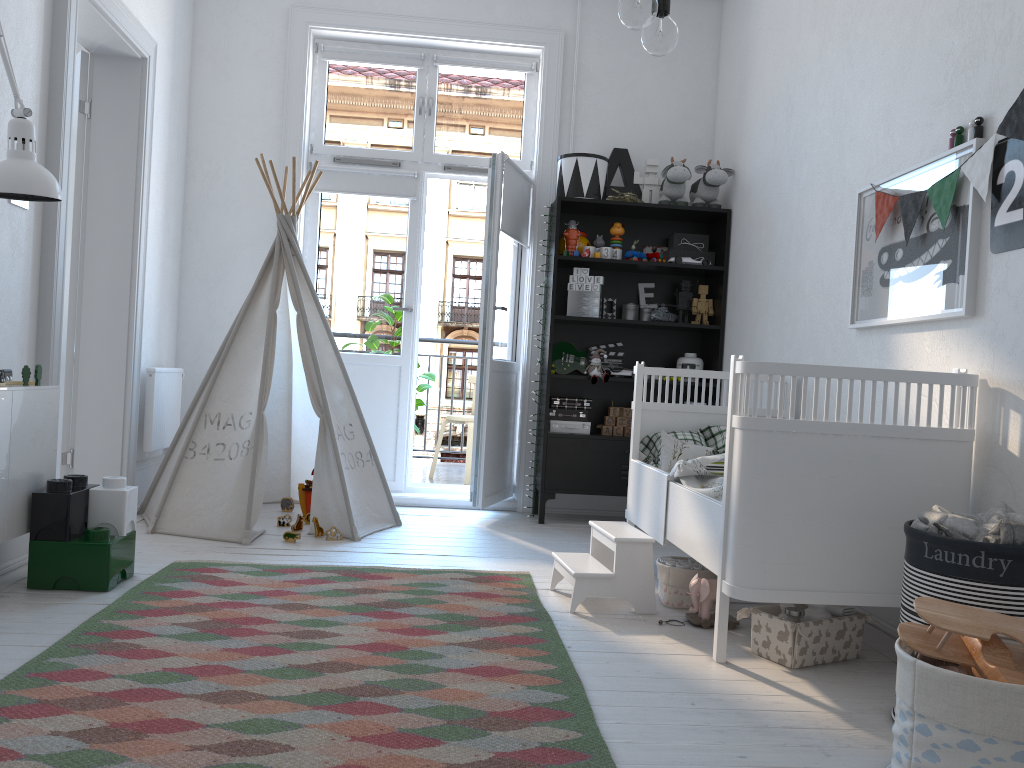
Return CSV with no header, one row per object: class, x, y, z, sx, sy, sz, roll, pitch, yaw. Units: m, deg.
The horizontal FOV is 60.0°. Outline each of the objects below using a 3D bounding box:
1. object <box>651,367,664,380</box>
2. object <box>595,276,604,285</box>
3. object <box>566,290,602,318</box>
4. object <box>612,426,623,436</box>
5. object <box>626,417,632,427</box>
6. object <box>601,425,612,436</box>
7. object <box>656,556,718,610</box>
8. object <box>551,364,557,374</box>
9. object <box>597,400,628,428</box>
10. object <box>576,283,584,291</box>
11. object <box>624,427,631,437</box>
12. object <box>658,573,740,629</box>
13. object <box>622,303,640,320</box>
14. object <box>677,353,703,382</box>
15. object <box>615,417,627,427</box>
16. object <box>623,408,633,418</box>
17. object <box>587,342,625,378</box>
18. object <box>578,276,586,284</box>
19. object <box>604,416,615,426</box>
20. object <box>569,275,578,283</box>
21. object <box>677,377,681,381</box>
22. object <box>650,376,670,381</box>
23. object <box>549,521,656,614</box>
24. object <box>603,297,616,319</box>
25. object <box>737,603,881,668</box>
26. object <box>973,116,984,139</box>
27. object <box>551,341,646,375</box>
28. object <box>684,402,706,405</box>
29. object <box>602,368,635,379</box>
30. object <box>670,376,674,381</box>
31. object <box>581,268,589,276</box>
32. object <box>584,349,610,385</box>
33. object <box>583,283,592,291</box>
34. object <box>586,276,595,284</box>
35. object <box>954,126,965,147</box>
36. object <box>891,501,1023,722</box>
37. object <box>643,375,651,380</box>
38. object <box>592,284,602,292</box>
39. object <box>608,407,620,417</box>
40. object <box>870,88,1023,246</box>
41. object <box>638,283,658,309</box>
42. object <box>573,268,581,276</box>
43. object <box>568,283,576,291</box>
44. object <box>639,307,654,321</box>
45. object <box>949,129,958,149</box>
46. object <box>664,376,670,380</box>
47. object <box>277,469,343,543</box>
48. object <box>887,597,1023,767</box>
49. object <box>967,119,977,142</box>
object,0.771,-0.053,4.689,0.067,0.067,0.067,3,1,9
object,0.454,-0.537,4.602,0.040,0.040,0.040,3,1,20
object,0.380,-0.413,4.653,0.170,0.138,0.124,3,1,10
object,0.556,0.248,4.667,0.050,0.050,0.050,3,1,0
object,0.625,0.202,4.699,0.050,0.050,0.050,3,1,-5
object,0.497,0.244,4.662,0.050,0.050,0.050,3,1,-5
object,0.602,0.678,3.055,0.215,0.148,0.240,3,0,2
object,0.217,-0.079,4.750,0.042,0.054,0.031,3,1,5
object,0.634,0.186,4.806,0.337,0.186,0.111,3,1,10
object,0.352,-0.502,4.629,0.040,0.040,0.040,3,1,0
object,0.622,0.251,4.673,0.050,0.050,0.050,4,1,25
object,0.581,0.677,2.782,0.254,0.151,0.125,3,1,-6
object,0.644,-0.385,4.831,0.095,0.110,0.095,3,1,0
object,0.953,-0.085,4.754,0.139,0.162,0.139,3,1,-30
object,0.574,0.199,4.668,0.050,0.050,0.050,3,1,-5
object,0.616,0.152,4.685,0.050,0.050,0.050,3,1,15
object,0.512,-0.133,4.824,0.201,0.199,0.048,3,1,-5
object,0.365,-0.542,4.618,0.040,0.040,0.040,3,1,15
object,0.516,0.195,4.683,0.050,0.050,0.050,3,1,-5
object,0.321,-0.544,4.626,0.040,0.040,0.040,3,1,5
object,0.881,-0.040,4.668,0.042,0.054,0.031,4,1,40
object,0.801,-0.036,4.849,0.163,0.034,0.069,3,0,-5
object,0.307,0.612,3.000,0.288,0.245,0.332,3,0,-10
object,0.533,-0.404,4.856,0.070,0.135,0.028,3,1,-5
object,0.836,0.686,2.506,0.360,0.163,0.242,3,1,-30
object,1.298,-0.712,2.466,0.025,0.064,0.025,3,1,-12
object,0.467,-0.104,4.847,0.542,0.239,0.093,3,1,-4
object,0.975,0.196,4.747,0.132,0.199,0.267,3,0,-5
object,0.585,-0.054,4.681,0.230,0.048,0.098,3,0,20
object,0.848,-0.042,4.695,0.042,0.054,0.031,3,1,-5
object,0.381,-0.581,4.615,0.040,0.040,0.040,3,1,5
object,0.441,-0.089,4.551,0.110,0.186,0.129,3,1,-18
object,0.395,-0.500,4.613,0.040,0.040,0.040,3,1,10
object,0.410,-0.539,4.610,0.040,0.040,0.040,4,1,25
object,1.292,-0.712,2.560,0.025,0.064,0.025,3,1,-7
object,1.056,0.525,1.987,0.345,0.513,0.346,3,1,-14
object,0.708,-0.057,4.731,0.067,0.067,0.067,3,1,9
object,0.440,-0.497,4.605,0.040,0.040,0.040,4,1,25
object,0.537,0.147,4.676,0.050,0.050,0.050,3,1,-5
object,1.275,-0.633,2.639,0.058,0.415,0.904,3,0,-5
object,0.746,-0.484,4.881,0.107,0.151,0.055,3,1,-5
object,0.340,-0.584,4.623,0.040,0.040,0.040,3,1,0
object,0.313,-0.505,4.628,0.040,0.040,0.040,3,1,10
object,0.748,-0.371,4.756,0.078,0.091,0.246,3,0,-10
object,1.290,-0.713,2.588,0.025,0.064,0.025,3,1,-9
object,0.811,-0.044,4.639,0.042,0.054,0.031,3,1,-45
object,-0.882,0.518,4.111,0.385,0.284,0.856,3,0,-13
object,0.909,0.598,1.649,0.378,0.367,0.379,3,1,-35
object,1.295,-0.712,2.491,0.025,0.064,0.025,3,1,-9
